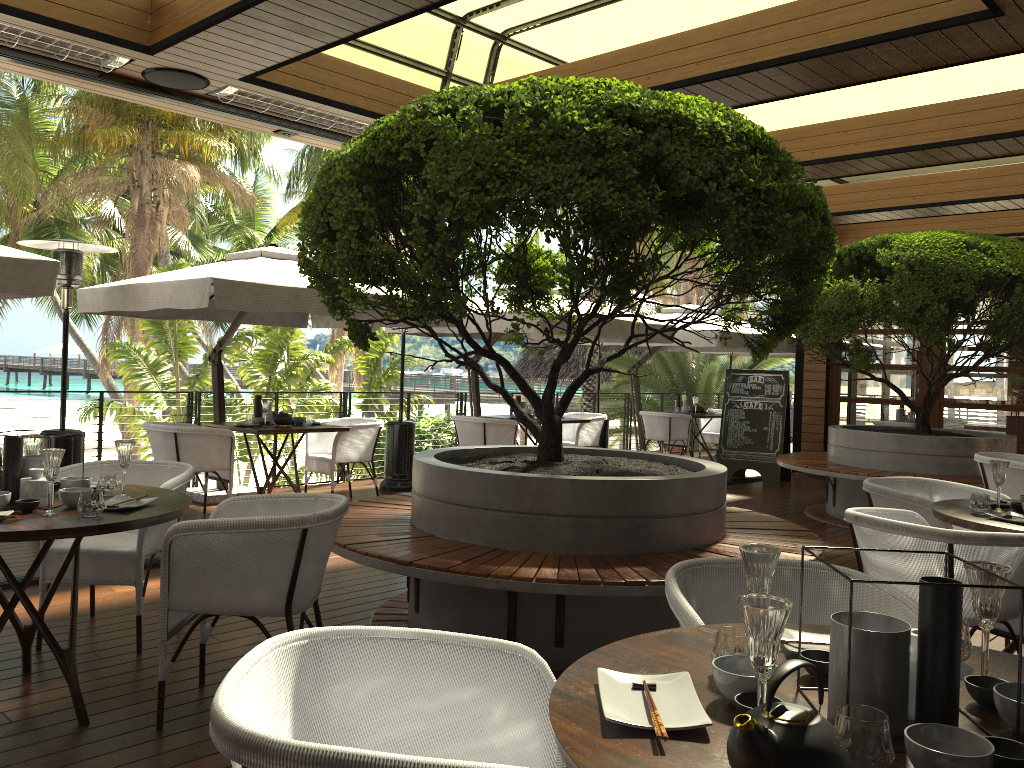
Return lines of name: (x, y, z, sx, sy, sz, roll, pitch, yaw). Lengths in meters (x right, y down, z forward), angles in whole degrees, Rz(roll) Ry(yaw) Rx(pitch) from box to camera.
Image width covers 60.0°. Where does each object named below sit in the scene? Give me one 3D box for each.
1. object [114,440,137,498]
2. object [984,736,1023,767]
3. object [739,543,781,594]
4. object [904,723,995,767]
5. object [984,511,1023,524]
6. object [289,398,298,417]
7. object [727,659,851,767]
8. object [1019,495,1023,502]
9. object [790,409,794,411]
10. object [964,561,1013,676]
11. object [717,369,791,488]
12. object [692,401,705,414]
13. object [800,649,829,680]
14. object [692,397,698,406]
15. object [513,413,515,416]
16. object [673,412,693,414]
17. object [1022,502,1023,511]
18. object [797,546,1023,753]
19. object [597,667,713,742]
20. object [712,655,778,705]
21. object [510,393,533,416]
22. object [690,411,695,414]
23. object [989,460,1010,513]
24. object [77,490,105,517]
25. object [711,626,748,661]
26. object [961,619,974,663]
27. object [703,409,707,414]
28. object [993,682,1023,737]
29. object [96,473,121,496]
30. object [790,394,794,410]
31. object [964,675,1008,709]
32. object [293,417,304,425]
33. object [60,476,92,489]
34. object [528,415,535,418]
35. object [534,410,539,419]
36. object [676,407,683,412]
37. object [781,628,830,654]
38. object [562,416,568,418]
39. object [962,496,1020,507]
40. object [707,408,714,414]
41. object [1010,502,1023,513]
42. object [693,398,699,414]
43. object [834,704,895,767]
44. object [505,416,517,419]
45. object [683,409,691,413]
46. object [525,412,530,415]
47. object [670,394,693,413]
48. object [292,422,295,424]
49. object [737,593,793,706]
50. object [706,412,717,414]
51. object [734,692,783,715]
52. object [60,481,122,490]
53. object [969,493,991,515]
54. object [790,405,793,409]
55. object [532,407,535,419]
object: (-1.535, 0.338, 3.512, 0.082, 0.227, 0.082, 2, 0, 5)
object: (0.720, 0.551, 1.294, 0.080, 0.042, 0.080, 3, 1, 36)
object: (0.491, 0.439, 1.769, 0.082, 0.227, 0.082, 2, 0, -4)
object: (0.619, 0.537, 1.260, 0.116, 0.065, 0.116, 2, 1, 11)
object: (2.134, 0.563, 3.658, 0.170, 0.025, 0.295, 1, 1, -24)
object: (-1.971, 0.238, 7.996, 0.082, 0.227, 0.082, 2, 0, 44)
object: (0.378, 0.472, 1.220, 0.168, 0.179, 0.163, 2, 0, 5)
object: (2.369, 0.544, 4.025, 0.116, 0.065, 0.116, 2, 1, -3)
object: (4.735, 0.440, 14.833, 0.295, 0.025, 0.170, 3, 1, 43)
object: (0.893, 0.455, 1.671, 0.082, 0.227, 0.082, 2, 0, -9)
object: (3.021, 0.520, 11.000, 0.769, 1.397, 0.771, 2, 0, 28)
object: (2.657, 0.335, 12.567, 0.168, 0.179, 0.163, 2, 1, 41)
object: (0.590, 0.540, 1.693, 0.080, 0.042, 0.080, 3, 1, 36)
object: (2.661, 0.302, 12.902, 0.082, 0.227, 0.082, 2, 0, 44)
object: (0.054, 0.340, 10.104, 0.086, 0.086, 0.086, 1, 1, -42)
object: (2.394, 0.408, 12.353, 0.295, 0.025, 0.170, 3, 1, 43)
object: (2.244, 0.544, 3.788, 0.116, 0.065, 0.116, 2, 1, -26)
object: (0.653, 0.435, 1.491, 0.263, 0.264, 0.263, 2, 1, 2)
object: (0.235, 0.540, 1.486, 0.170, 0.025, 0.295, 2, 1, 2)
object: (0.408, 0.525, 1.550, 0.116, 0.065, 0.116, 2, 1, 23)
object: (0.122, 0.250, 10.315, 0.263, 0.264, 0.263, 2, 1, -2)
object: (2.539, 0.402, 12.433, 0.080, 0.042, 0.080, 3, 1, 35)
object: (2.166, 0.455, 3.943, 0.082, 0.227, 0.082, 2, 0, -28)
object: (-1.476, 0.421, 3.111, 0.086, 0.086, 0.086, 2, 1, -36)
object: (0.423, 0.512, 1.683, 0.086, 0.086, 0.086, 2, 1, 7)
object: (0.892, 0.525, 1.811, 0.086, 0.086, 0.086, 2, 1, -38)
object: (2.748, 0.392, 12.758, 0.116, 0.065, 0.116, 1, 1, -43)
object: (0.853, 0.541, 1.453, 0.116, 0.065, 0.116, 2, 1, 23)
object: (-1.627, 0.407, 3.573, 0.086, 0.086, 0.086, 2, 1, 45)
object: (4.782, 0.315, 15.251, 0.263, 0.264, 0.263, 2, 1, -2)
object: (0.846, 0.550, 1.573, 0.080, 0.042, 0.080, 2, 1, 1)
object: (-1.884, 0.328, 7.852, 0.116, 0.065, 0.116, 3, 1, 42)
object: (-1.761, 0.413, 3.582, 0.116, 0.065, 0.116, 2, 1, 26)
object: (0.219, 0.371, 9.976, 0.080, 0.042, 0.080, 2, 1, 5)
object: (0.338, 0.303, 10.107, 0.168, 0.179, 0.163, 1, 1, -45)
object: (2.374, 0.372, 12.560, 0.086, 0.086, 0.086, 1, 1, -42)
object: (0.661, 0.548, 1.844, 0.294, 0.025, 0.170, 2, 1, 7)
object: (0.501, 0.380, 10.448, 0.295, 0.025, 0.170, 3, 1, 43)
object: (2.246, 0.557, 4.164, 0.294, 0.025, 0.170, 1, 1, -29)
object: (2.840, 0.385, 12.694, 0.086, 0.086, 0.086, 1, 1, -42)
object: (2.270, 0.553, 3.957, 0.080, 0.042, 0.080, 1, 1, -31)
object: (2.560, 0.309, 12.354, 0.082, 0.227, 0.082, 2, 0, 44)
object: (0.510, 0.522, 1.292, 0.086, 0.086, 0.086, 2, 1, -38)
object: (0.074, 0.376, 9.896, 0.295, 0.025, 0.170, 3, 1, 43)
object: (2.467, 0.387, 12.500, 0.116, 0.065, 0.116, 1, 1, -43)
object: (0.147, 0.355, 10.043, 0.116, 0.065, 0.116, 3, 1, 42)
object: (2.441, 0.282, 12.772, 0.263, 0.264, 0.263, 2, 1, -2)
object: (-1.958, 0.336, 7.919, 0.080, 0.042, 0.080, 2, 1, 5)
object: (0.383, 0.443, 1.356, 0.082, 0.227, 0.082, 2, 0, -9)
object: (2.821, 0.412, 12.905, 0.295, 0.025, 0.170, 3, 1, 43)
object: (0.403, 0.538, 1.447, 0.080, 0.042, 0.080, 2, 1, 1)
object: (-1.833, 0.427, 3.751, 0.294, 0.025, 0.170, 2, 1, -1)
object: (2.043, 0.525, 3.872, 0.086, 0.086, 0.086, 2, 1, 21)
object: (4.715, 0.404, 15.040, 0.086, 0.086, 0.086, 1, 1, -42)
object: (0.241, 0.277, 9.898, 0.082, 0.227, 0.082, 2, 0, 32)
